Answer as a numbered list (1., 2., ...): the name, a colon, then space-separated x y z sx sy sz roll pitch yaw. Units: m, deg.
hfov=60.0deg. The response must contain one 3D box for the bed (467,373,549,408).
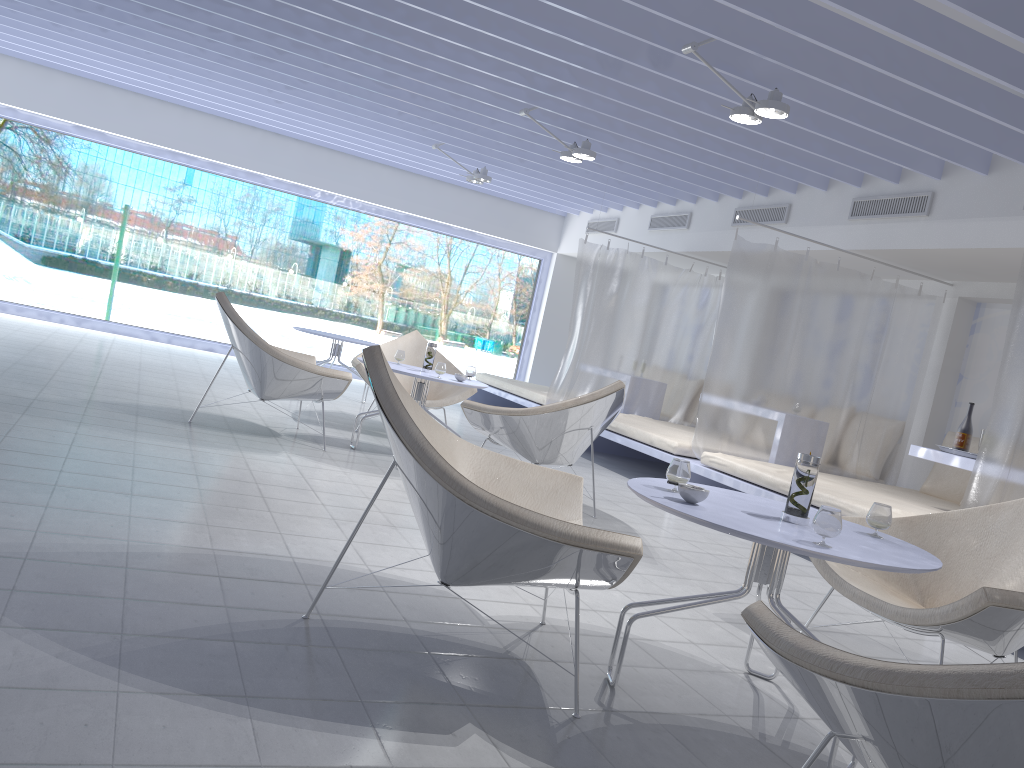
1. bed: 0.805 0.351 9.459 2.022 0.422 2.200 11 3 -23

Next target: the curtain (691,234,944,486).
1. curtain: 2.222 -0.073 6.362 1.998 1.559 0.125 11 3 -25

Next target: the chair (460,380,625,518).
1. chair: 0.247 0.282 5.010 0.753 0.759 0.906 15 4 37

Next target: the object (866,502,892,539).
1. object: 1.020 0.378 2.464 0.068 0.091 0.068 11 3 -34

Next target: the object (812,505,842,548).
1. object: 0.742 0.336 2.091 0.068 0.091 0.068 11 3 -34

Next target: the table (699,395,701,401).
1. table: 1.899 0.401 6.932 0.416 0.450 1.065 11 3 -23

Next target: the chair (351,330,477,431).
1. chair: -0.742 -0.012 6.472 0.906 0.759 0.753 12 3 -13

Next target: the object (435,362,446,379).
1. object: -0.419 -0.080 5.191 0.068 0.091 0.068 13 3 5

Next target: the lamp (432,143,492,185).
1. lamp: -0.483 -2.066 8.320 0.587 0.218 0.380 11 3 -23

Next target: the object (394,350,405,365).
1. object: -0.718 -0.171 5.669 0.068 0.091 0.068 12 3 -1

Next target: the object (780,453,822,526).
1. object: 0.780 0.282 2.386 0.075 0.185 0.075 14 3 30

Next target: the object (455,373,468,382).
1. object: -0.306 -0.035 5.290 0.082 0.043 0.082 14 3 35

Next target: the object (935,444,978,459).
1. object: 2.669 0.413 5.189 0.275 0.031 0.429 11 3 -22

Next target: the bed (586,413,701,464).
1. bed: 1.625 0.634 7.427 2.016 0.427 2.200 11 3 -23

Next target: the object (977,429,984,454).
1. object: 2.736 0.351 5.157 0.059 0.174 0.059 14 3 34

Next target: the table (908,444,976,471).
1. table: 2.728 0.687 4.918 0.416 0.450 1.065 11 3 -23

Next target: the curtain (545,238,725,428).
1. curtain: 1.354 -0.390 8.379 2.050 1.552 0.151 11 3 -23

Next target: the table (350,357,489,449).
1. table: -0.603 0.185 5.482 0.825 0.534 0.823 11 3 -32

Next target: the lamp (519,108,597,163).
1. lamp: 0.312 -1.791 6.386 0.587 0.218 0.380 11 3 -23

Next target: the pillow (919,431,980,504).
1. pillow: 3.191 0.612 6.288 0.230 0.521 0.524 11 3 -21

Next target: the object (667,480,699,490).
1. object: 0.444 0.264 2.304 0.098 0.016 0.012 11 3 -24

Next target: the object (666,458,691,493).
1. object: 0.462 0.255 2.467 0.068 0.091 0.068 11 3 -34

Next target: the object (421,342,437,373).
1. object: -0.511 -0.166 5.496 0.075 0.189 0.075 11 3 -32

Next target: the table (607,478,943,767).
1. table: 0.659 0.622 2.409 0.823 0.534 0.825 15 4 44

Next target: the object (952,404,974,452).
1. object: 2.687 0.261 5.251 0.092 0.302 0.092 14 3 34

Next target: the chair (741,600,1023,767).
1. chair: 0.889 0.609 1.390 0.906 0.759 0.753 12 3 -9

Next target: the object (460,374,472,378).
1. object: -0.278 -0.048 5.268 0.098 0.016 0.012 14 3 33

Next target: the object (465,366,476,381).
1. object: -0.263 -0.069 5.640 0.068 0.091 0.068 11 3 -31

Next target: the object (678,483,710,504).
1. object: 0.470 0.289 2.313 0.082 0.043 0.082 11 3 -22

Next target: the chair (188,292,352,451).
1. chair: -1.419 -0.095 5.156 0.753 0.759 0.906 11 3 -28

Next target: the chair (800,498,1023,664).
1. chair: 1.489 0.663 2.932 0.753 0.759 0.906 11 3 -20

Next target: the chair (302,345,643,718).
1. chair: -0.116 0.335 2.405 0.753 0.759 0.906 12 3 -6

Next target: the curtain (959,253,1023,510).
1. curtain: 3.020 0.186 4.329 2.050 1.552 0.151 11 3 -23

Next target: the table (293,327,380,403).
1. table: -1.614 -0.167 7.987 0.825 0.534 0.823 14 3 24

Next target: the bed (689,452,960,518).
1. bed: 2.470 0.927 5.410 2.022 0.422 2.200 11 3 -23

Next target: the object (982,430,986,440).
1. object: 2.705 0.349 5.066 0.059 0.174 0.059 14 3 34

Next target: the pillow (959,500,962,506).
1. pillow: 3.336 0.641 5.882 0.233 0.527 0.537 10 4 -43

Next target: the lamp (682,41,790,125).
1. lamp: 1.100 -1.518 4.470 0.587 0.218 0.380 11 3 -23
